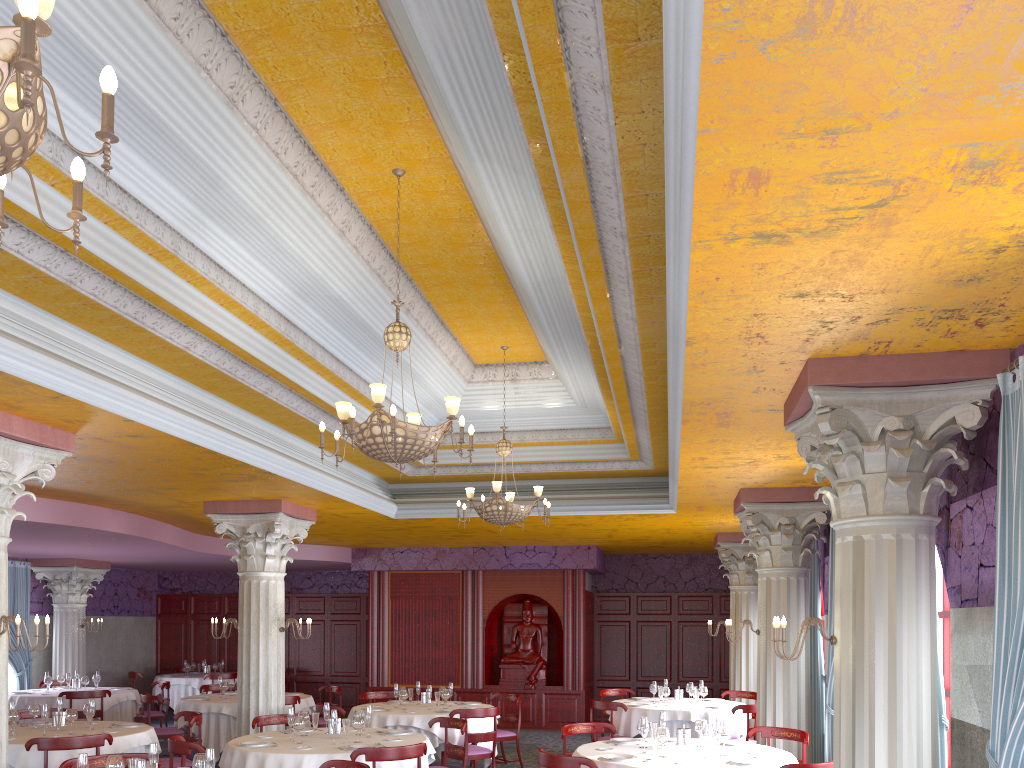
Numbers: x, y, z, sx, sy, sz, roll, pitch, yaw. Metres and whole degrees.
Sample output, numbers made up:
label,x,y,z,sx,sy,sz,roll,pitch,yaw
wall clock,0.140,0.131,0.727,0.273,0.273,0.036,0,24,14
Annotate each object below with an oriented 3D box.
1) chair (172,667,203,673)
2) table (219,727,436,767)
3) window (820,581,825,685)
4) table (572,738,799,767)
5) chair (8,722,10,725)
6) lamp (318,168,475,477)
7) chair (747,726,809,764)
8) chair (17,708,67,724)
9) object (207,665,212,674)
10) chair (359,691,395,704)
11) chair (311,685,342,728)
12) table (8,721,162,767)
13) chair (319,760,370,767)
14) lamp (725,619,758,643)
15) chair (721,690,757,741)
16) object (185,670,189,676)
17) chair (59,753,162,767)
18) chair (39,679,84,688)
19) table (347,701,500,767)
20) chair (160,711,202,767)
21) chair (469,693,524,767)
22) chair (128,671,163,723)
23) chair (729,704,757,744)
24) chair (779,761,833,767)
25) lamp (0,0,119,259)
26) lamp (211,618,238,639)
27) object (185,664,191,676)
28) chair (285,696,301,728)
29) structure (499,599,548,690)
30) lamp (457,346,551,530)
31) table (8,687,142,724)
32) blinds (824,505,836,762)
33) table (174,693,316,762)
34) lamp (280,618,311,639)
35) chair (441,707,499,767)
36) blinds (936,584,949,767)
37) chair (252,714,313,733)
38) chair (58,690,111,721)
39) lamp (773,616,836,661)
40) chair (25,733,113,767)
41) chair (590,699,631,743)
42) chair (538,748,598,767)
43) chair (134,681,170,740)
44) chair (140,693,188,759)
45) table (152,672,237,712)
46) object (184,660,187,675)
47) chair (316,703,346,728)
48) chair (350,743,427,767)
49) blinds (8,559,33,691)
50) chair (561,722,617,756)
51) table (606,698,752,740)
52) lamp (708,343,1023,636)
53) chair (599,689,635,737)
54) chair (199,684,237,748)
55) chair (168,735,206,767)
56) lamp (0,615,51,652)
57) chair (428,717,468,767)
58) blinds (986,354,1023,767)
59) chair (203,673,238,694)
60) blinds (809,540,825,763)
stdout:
label,x,y,z,sx,sy,sz,roll,pitch,yaw
chair,-7.444,7.091,19.790,0.753,1.077,0.654,4,-6,-34
table,-1.832,4.055,8.619,2.081,0.936,2.162,-2,-13,11
window,4.632,3.447,12.069,0.160,2.495,3.678,0,-11,11
table,1.561,3.853,7.850,2.081,0.936,2.162,-2,-13,11
chair,-8.360,5.376,13.632,0.650,1.076,0.759,3,-6,-34
lamp,-0.809,-0.469,6.065,0.964,2.149,0.968,2,-4,-34
chair,2.573,3.996,8.541,0.650,1.076,0.759,3,-6,-34
chair,-5.611,4.422,10.168,0.753,1.077,0.654,4,-6,-34
object,-6.533,6.189,18.498,0.086,0.234,0.087,1,-2,-9
chair,-1.919,5.190,12.889,0.753,1.077,0.654,4,-6,-34
chair,-3.130,5.508,14.045,0.650,1.076,0.759,3,-6,-34
table,-4.919,4.196,9.161,2.081,0.936,2.162,-2,-13,11
chair,-1.378,3.360,6.300,0.650,1.076,0.759,3,-6,-34
lamp,2.682,2.891,10.032,0.381,0.269,0.350,1,-10,-2
chair,3.445,5.308,13.246,0.650,1.076,0.759,3,-6,-34
object,-7.038,6.207,18.569,0.086,0.234,0.087,1,-2,-9
chair,-3.081,3.442,6.616,0.753,1.077,0.654,4,-6,-34
chair,-8.045,5.850,15.335,0.753,1.077,0.654,4,-6,-34
table,-1.227,4.965,11.882,2.081,0.936,2.162,-2,-13,11
chair,-3.907,4.339,9.852,0.650,1.076,0.759,3,-6,-34
chair,-0.215,5.108,12.573,0.650,1.076,0.759,3,-6,-34
chair,-7.760,6.616,18.086,0.650,1.076,0.759,3,-6,-34
chair,3.130,4.833,11.543,0.753,1.077,0.654,4,-6,-34
chair,2.257,3.522,6.837,0.753,1.077,0.654,4,-6,-34
lamp,-1.539,-1.566,2.130,0.964,2.149,0.968,2,-4,-34
lamp,-3.711,3.200,11.217,0.381,0.269,0.350,1,-10,-2
object,-6.986,6.164,18.463,0.123,0.261,0.123,3,-5,-43
chair,-3.446,5.033,12.342,0.753,1.077,0.654,4,-6,-34
structure,0.211,5.256,17.337,0.965,1.825,0.649,-1,-2,11
lamp,-0.091,0.610,9.937,0.964,2.149,0.968,2,-4,-34
table,-7.353,5.625,14.329,2.081,0.936,2.162,-2,-13,11
blinds,3.321,2.773,8.509,0.244,3.475,1.732,0,-4,12
table,-4.142,5.364,13.354,2.081,0.936,2.162,-2,-13,11
lamp,-2.783,3.139,10.986,0.381,0.269,0.350,1,-10,-2
chair,-0.531,4.634,10.869,0.753,1.077,0.654,4,-6,-34
blinds,2.955,2.223,6.534,0.244,3.475,1.733,0,-4,9
chair,-2.524,4.281,9.625,0.753,1.077,0.654,4,-6,-34
chair,-6.657,5.294,13.316,0.753,1.077,0.654,4,-6,-34
lamp,1.820,1.596,5.382,0.381,0.269,0.350,1,-10,-2
chair,-4.223,3.865,8.149,0.753,1.077,0.654,4,-6,-34
chair,1.426,4.915,11.858,0.650,1.076,0.759,3,-6,-34
chair,0.554,3.604,7.153,0.650,1.076,0.759,3,-6,-34
chair,-6.341,5.768,15.019,0.650,1.076,0.759,3,-6,-34
chair,-5.149,5.115,12.657,0.650,1.076,0.759,3,-6,-34
table,-6.752,6.865,18.783,2.081,0.936,2.162,-2,-13,11
object,-7.117,6.186,18.670,0.074,0.331,0.074,0,-1,2
chair,-2.235,4.716,11.185,0.650,1.076,0.759,3,-6,-34
chair,-1.136,3.724,7.606,0.753,1.077,0.654,4,-6,-34
blinds,-9.392,4.811,15.624,0.244,3.288,1.862,0,-4,9
chair,0.870,4.078,8.856,0.753,1.077,0.654,4,-6,-34
table,2.434,5.164,12.555,2.081,0.936,2.162,-2,-13,11
lamp,2.589,1.683,4.850,2.093,3.514,30.143,-1,-15,10
chair,1.742,5.390,13.562,0.753,1.077,0.654,4,-6,-34
chair,-4.833,5.590,14.361,0.753,1.077,0.654,4,-6,-34
chair,-2.839,3.806,7.922,0.650,1.076,0.759,3,-6,-34
lamp,-3.653,1.830,6.290,0.381,0.269,0.350,1,-10,-2
chair,-0.820,4.199,9.310,0.650,1.076,0.759,3,-6,-34
blinds,2.445,1.456,3.782,0.244,3.475,1.732,0,-4,12
chair,-6.056,6.534,17.770,0.753,1.077,0.654,4,-6,-34
blinds,3.811,3.510,11.154,0.244,3.475,1.733,0,-4,9
